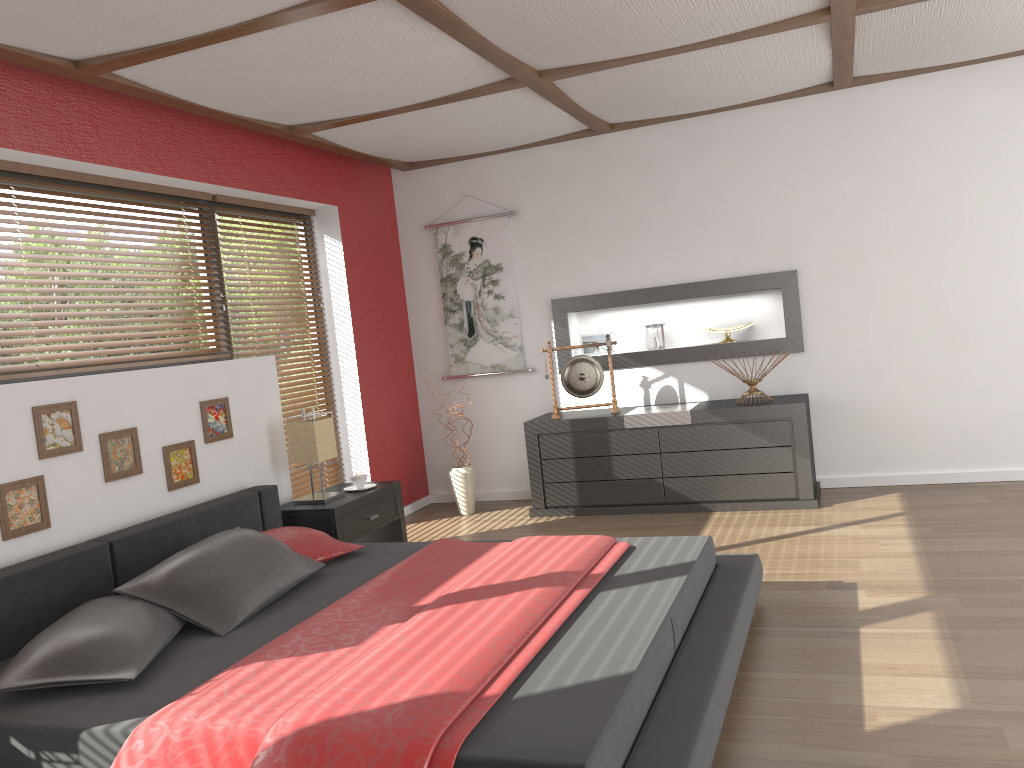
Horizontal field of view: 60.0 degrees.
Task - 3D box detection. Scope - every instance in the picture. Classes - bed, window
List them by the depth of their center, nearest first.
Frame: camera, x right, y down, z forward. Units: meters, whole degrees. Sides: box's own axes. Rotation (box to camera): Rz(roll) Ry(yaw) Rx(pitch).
[{"bbox_3d":[-0.551,0.798,2.871,2.413,0.577,2.469,-5,4,21],"label":"bed"},{"bbox_3d":[-2.143,-0.432,3.484,0.020,0.786,2.817,-5,4,21],"label":"window"},{"bbox_3d":[-1.407,-0.077,5.334,0.020,1.893,0.889,-5,4,21],"label":"window"}]

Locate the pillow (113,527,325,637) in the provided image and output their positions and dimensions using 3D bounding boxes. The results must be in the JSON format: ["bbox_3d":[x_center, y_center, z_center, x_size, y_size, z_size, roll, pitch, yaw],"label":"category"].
[{"bbox_3d":[-1.038,0.687,3.250,0.386,0.241,0.744,-5,4,16],"label":"pillow"}]

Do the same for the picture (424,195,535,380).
[{"bbox_3d":[-0.241,-0.685,6.210,0.701,1.270,0.028,-5,4,21],"label":"picture"}]

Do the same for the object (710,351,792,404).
[{"bbox_3d":[1.441,-0.033,5.325,0.481,0.282,0.481,-7,4,-13],"label":"object"}]

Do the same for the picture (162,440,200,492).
[{"bbox_3d":[-1.493,0.367,4.007,0.010,0.200,0.200,-5,4,21],"label":"picture"}]

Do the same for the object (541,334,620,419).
[{"bbox_3d":[0.449,-0.052,5.679,0.490,0.498,0.173,-6,3,6],"label":"object"}]

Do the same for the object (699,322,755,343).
[{"bbox_3d":[1.405,-0.328,5.787,0.350,0.116,0.181,-6,3,11],"label":"object"}]

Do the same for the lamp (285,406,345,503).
[{"bbox_3d":[-1.037,0.358,4.629,0.200,0.480,0.200,-5,4,21],"label":"lamp"}]

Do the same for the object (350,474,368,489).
[{"bbox_3d":[-0.834,0.536,4.849,0.099,0.069,0.099,-10,5,-44],"label":"object"}]

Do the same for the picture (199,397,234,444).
[{"bbox_3d":[-1.416,0.173,4.254,0.010,0.200,0.200,-5,4,21],"label":"picture"}]

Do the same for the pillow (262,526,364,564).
[{"bbox_3d":[-1.023,0.712,3.675,0.418,0.172,0.745,-3,4,40],"label":"pillow"}]

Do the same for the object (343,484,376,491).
[{"bbox_3d":[-0.831,0.568,4.851,0.179,0.012,0.179,-10,5,-44],"label":"object"}]

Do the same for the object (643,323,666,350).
[{"bbox_3d":[0.971,-0.319,5.967,0.159,0.171,0.159,-8,4,-20],"label":"object"}]

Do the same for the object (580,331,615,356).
[{"bbox_3d":[0.584,-0.276,6.080,0.226,0.146,0.041,-6,3,1],"label":"object"}]

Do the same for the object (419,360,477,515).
[{"bbox_3d":[-0.382,0.367,5.891,0.364,1.035,0.422,-7,3,-4],"label":"object"}]

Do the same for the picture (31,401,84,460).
[{"bbox_3d":[-1.741,0.175,3.402,0.010,0.200,0.200,-5,4,21],"label":"picture"}]

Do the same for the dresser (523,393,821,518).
[{"bbox_3d":[0.983,0.450,5.556,1.740,0.608,0.540,-5,4,21],"label":"dresser"}]

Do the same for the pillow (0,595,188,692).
[{"bbox_3d":[-1.290,0.794,2.806,0.418,0.172,0.745,-7,3,-4],"label":"pillow"}]

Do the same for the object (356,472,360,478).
[{"bbox_3d":[-0.842,0.498,4.852,0.007,0.007,0.192,-7,4,-15],"label":"object"}]

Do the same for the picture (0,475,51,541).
[{"bbox_3d":[-1.781,0.450,3.234,0.010,0.200,0.200,-5,4,21],"label":"picture"}]

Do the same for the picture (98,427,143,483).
[{"bbox_3d":[-1.623,0.292,3.684,0.010,0.200,0.200,-5,4,21],"label":"picture"}]

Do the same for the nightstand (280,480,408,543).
[{"bbox_3d":[-0.907,0.802,4.753,0.413,0.423,0.700,-5,4,21],"label":"nightstand"}]

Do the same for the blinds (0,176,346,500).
[{"bbox_3d":[-2.017,0.137,3.491,0.032,1.952,4.840,-5,4,21],"label":"blinds"}]
